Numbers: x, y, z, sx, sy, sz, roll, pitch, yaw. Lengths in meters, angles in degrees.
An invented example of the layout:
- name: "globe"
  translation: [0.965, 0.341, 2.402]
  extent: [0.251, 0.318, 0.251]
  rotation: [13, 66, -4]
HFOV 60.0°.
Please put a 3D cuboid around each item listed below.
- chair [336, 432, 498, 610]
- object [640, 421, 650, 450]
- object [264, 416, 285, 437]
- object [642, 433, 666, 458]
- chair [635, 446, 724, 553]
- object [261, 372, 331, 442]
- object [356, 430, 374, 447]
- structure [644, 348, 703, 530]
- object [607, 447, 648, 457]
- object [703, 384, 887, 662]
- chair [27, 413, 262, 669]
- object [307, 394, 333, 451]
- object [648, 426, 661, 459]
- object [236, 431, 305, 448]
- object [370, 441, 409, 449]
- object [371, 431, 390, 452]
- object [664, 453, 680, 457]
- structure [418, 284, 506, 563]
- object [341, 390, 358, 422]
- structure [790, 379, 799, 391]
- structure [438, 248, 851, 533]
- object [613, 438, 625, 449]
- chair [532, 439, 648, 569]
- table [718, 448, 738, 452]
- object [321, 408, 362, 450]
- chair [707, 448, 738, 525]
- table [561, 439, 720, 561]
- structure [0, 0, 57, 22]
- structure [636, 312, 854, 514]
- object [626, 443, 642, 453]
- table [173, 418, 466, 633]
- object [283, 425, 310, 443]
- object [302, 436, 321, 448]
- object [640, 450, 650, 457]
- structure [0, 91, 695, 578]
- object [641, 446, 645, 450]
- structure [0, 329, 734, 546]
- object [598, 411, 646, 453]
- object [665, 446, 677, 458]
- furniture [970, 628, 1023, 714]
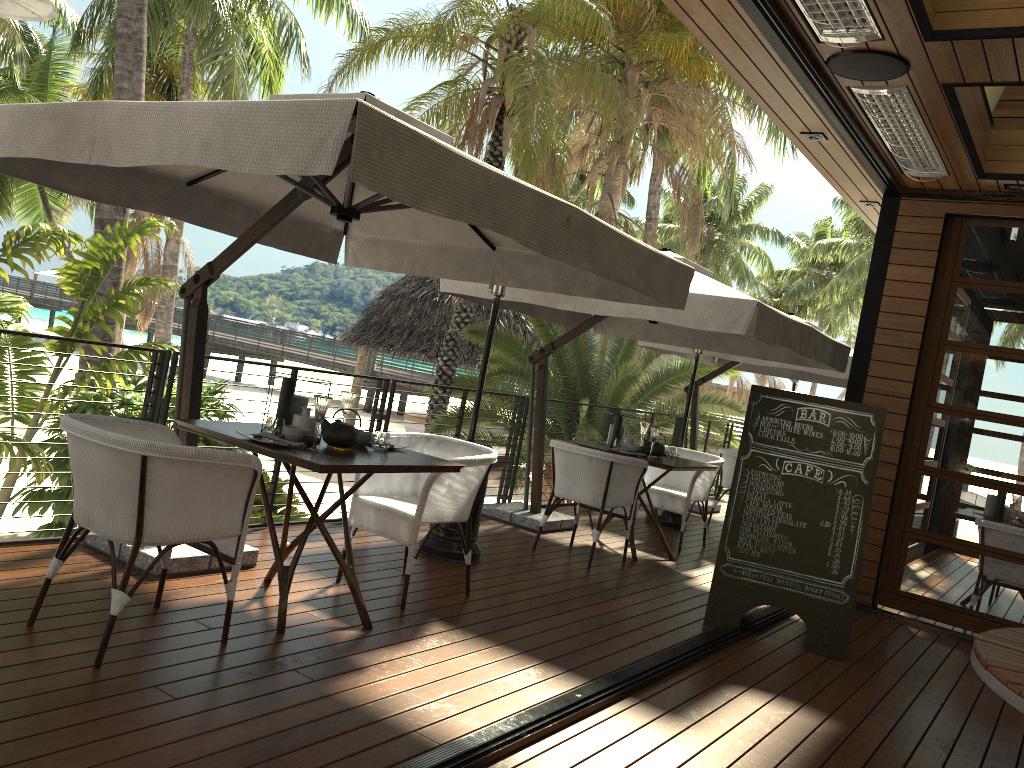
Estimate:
- name: "chair"
  translation: [-0.473, 0.679, 4.613]
  extent: [0.628, 0.788, 0.616]
  rotation: [11, 1, 34]
- name: "object"
  translation: [1.041, 0.416, 7.059]
  extent: [0.082, 0.227, 0.082]
  rotation: [11, 1, 34]
- name: "object"
  translation: [-1.030, 0.190, 3.856]
  extent: [0.087, 0.086, 0.086]
  rotation: [11, 1, 38]
- name: "object"
  translation: [1.089, 0.461, 6.728]
  extent: [0.168, 0.179, 0.163]
  rotation: [11, 1, 32]
- name: "chair"
  translation: [1.394, 0.951, 7.473]
  extent: [0.628, 0.788, 0.616]
  rotation: [11, 1, 34]
- name: "object"
  translation: [-0.987, 0.102, 4.075]
  extent: [0.263, 0.264, 0.264]
  rotation: [10, 1, -12]
- name: "object"
  translation: [-0.702, 0.255, 4.115]
  extent: [0.116, 0.065, 0.116]
  rotation: [11, 1, 32]
- name: "structure"
  translation: [1.657, 0.258, 8.401]
  extent: [0.700, 2.192, 0.698]
  rotation: [11, 1, 21]
- name: "object"
  translation: [0.858, 0.503, 6.473]
  extent: [0.295, 0.025, 0.170]
  rotation: [12, 2, 33]
- name: "object"
  translation: [1.682, 0.756, 5.248]
  extent: [0.769, 1.397, 0.771]
  rotation: [11, 1, 18]
- name: "chair"
  translation: [-1.370, 0.548, 3.283]
  extent: [0.628, 0.788, 0.616]
  rotation: [11, 1, 34]
- name: "object"
  translation: [-0.804, 0.162, 3.684]
  extent: [0.082, 0.227, 0.082]
  rotation: [11, 1, 23]
- name: "object"
  translation: [1.035, 0.430, 6.502]
  extent: [0.082, 0.227, 0.082]
  rotation: [11, 1, 34]
- name: "object"
  translation: [-0.981, 0.236, 3.656]
  extent: [0.295, 0.025, 0.170]
  rotation: [12, 2, 33]
- name: "object"
  translation: [-0.659, 0.279, 4.273]
  extent: [0.295, 0.025, 0.170]
  rotation: [12, 2, 33]
- name: "object"
  translation: [-0.600, 0.264, 4.068]
  extent: [0.087, 0.086, 0.086]
  rotation: [11, 1, 38]
- name: "object"
  translation: [1.180, 0.547, 7.090]
  extent: [0.295, 0.025, 0.170]
  rotation: [12, 2, 33]
- name: "structure"
  translation: [-0.192, -0.011, 5.568]
  extent: [0.700, 2.192, 0.698]
  rotation: [11, 1, 21]
- name: "object"
  translation: [-0.798, 0.148, 4.241]
  extent: [0.082, 0.227, 0.082]
  rotation: [11, 1, 34]
- name: "structure"
  translation: [3.456, 0.520, 11.157]
  extent: [0.700, 2.192, 0.698]
  rotation: [11, 1, 21]
- name: "structure"
  translation: [0.978, 0.109, 6.810]
  extent: [2.417, 2.332, 2.410]
  rotation: [11, 1, 33]
- name: "object"
  translation: [0.808, 0.457, 6.674]
  extent: [0.087, 0.086, 0.086]
  rotation: [11, 1, 38]
- name: "chair"
  translation: [0.528, 0.824, 6.191]
  extent: [0.628, 0.788, 0.616]
  rotation: [11, 1, 34]
- name: "table"
  translation: [2.771, 1.169, 9.642]
  extent: [0.933, 0.749, 0.930]
  rotation: [11, 1, 33]
- name: "object"
  translation: [-0.749, 0.193, 3.907]
  extent: [0.163, 0.179, 0.167]
  rotation: [11, 1, 35]
- name: "chair"
  translation: [2.354, 1.090, 8.989]
  extent: [0.628, 0.788, 0.616]
  rotation: [11, 1, 34]
- name: "table"
  translation: [0.929, 0.900, 6.819]
  extent: [0.933, 0.749, 0.930]
  rotation: [11, 1, 33]
- name: "structure"
  translation: [-2.004, -0.274, 2.792]
  extent: [0.700, 2.192, 0.698]
  rotation: [11, 1, 21]
- name: "structure"
  translation: [2.815, 0.376, 9.625]
  extent: [2.417, 2.332, 2.410]
  rotation: [11, 1, 33]
- name: "object"
  translation: [0.907, 0.488, 6.630]
  extent: [0.116, 0.065, 0.116]
  rotation: [12, 2, 37]
- name: "table"
  translation: [-0.914, 0.632, 3.996]
  extent: [0.933, 0.749, 0.930]
  rotation: [11, 1, 33]
- name: "object"
  translation: [-0.931, 0.220, 3.813]
  extent: [0.116, 0.065, 0.116]
  rotation: [11, 1, 32]
- name: "object"
  translation: [-0.853, 0.248, 3.760]
  extent: [0.080, 0.042, 0.080]
  rotation: [10, 1, -5]
- name: "object"
  translation: [0.986, 0.516, 6.577]
  extent: [0.080, 0.042, 0.080]
  rotation: [11, 1, 25]
- name: "structure"
  translation: [-0.860, -0.158, 3.995]
  extent: [2.417, 2.332, 2.410]
  rotation: [11, 1, 33]
- name: "object"
  translation: [1.052, 0.517, 6.986]
  extent: [0.080, 0.042, 0.080]
  rotation: [11, 1, 25]
- name: "structure"
  translation: [-4.272, 0.047, 0.981]
  extent: [0.164, 1.153, 26.229]
  rotation: [11, 1, 33]
- name: "object"
  translation: [0.852, 0.370, 6.892]
  extent: [0.263, 0.264, 0.264]
  rotation: [10, 1, -12]
- name: "object"
  translation: [1.238, 0.532, 6.885]
  extent: [0.087, 0.086, 0.086]
  rotation: [11, 1, 38]
- name: "furniture"
  translation: [3.042, 0.423, 2.725]
  extent: [2.569, 2.722, 2.720]
  rotation: [11, 1, -2]
